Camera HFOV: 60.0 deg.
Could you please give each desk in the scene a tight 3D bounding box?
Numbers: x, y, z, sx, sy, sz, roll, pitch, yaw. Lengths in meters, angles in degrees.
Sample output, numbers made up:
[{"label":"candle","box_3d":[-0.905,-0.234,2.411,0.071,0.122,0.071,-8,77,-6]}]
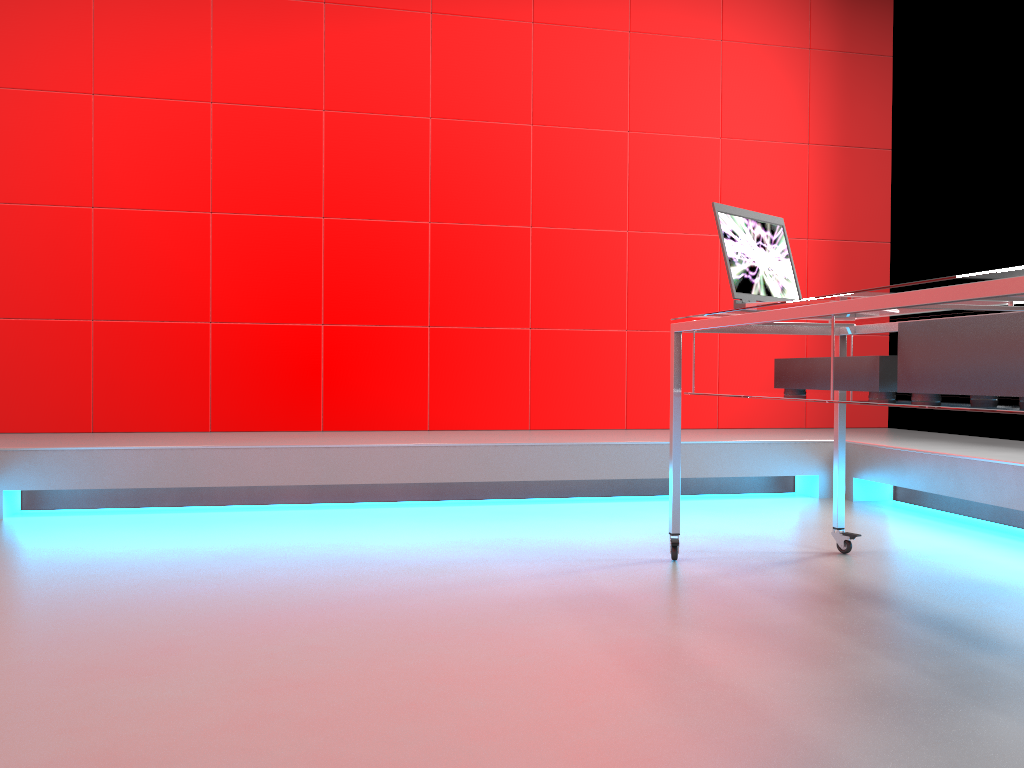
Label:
[{"label":"desk","box_3d":[0.893,0.169,1.827,0.594,0.690,1.617,0,1,-12]}]

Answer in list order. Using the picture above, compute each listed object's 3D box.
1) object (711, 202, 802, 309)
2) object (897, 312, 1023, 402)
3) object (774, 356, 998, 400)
[{"label":"object","box_3d":[0.754,-0.325,2.280,0.342,0.285,0.340,0,1,-42]},{"label":"object","box_3d":[1.006,-0.042,1.621,0.371,0.158,0.431,0,1,-12]},{"label":"object","box_3d":[0.897,-0.015,2.102,0.365,0.092,0.435,0,1,-12]}]
